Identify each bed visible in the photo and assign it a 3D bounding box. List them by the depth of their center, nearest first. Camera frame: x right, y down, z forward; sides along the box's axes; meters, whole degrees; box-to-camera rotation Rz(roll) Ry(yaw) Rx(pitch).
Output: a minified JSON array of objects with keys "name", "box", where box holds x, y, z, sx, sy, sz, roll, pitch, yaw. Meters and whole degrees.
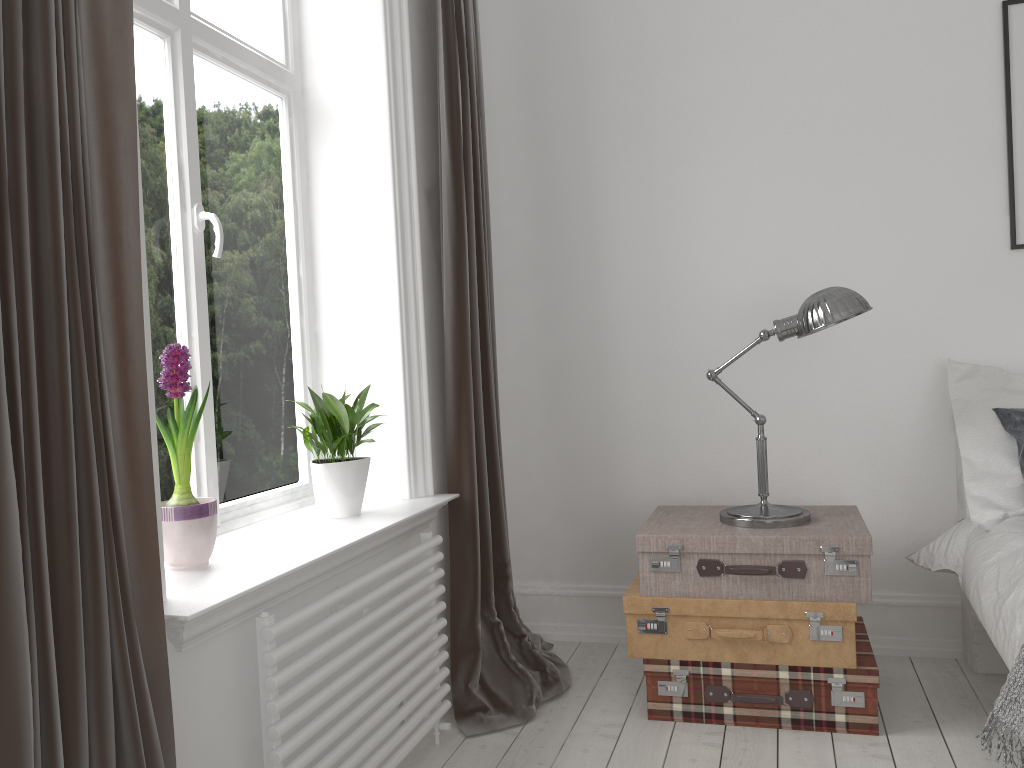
[{"name":"bed","box":[2.023,0.476,1.558,2.217,0.926,2.473,-2,1,17]}]

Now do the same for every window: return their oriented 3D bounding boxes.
[{"name":"window","box":[-0.786,-0.570,2.208,0.120,1.956,1.112,-2,1,17]}]

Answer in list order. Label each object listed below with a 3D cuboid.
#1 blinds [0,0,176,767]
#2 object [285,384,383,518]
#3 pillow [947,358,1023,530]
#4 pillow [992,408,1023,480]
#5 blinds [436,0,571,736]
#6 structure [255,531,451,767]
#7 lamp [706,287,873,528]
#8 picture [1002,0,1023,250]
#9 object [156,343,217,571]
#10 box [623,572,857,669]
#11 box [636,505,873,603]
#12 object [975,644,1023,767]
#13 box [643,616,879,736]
[{"name":"blinds","box":[-0.574,-0.273,1.228,0.294,2.681,0.582,-2,2,24]},{"name":"object","box":[-0.482,0.177,2.454,0.284,0.369,0.215,-3,1,-5]},{"name":"pillow","box":[2.298,0.147,2.446,1.965,0.529,0.465,-2,1,16]},{"name":"pillow","box":[1.801,0.226,2.381,0.837,0.329,0.405,-2,1,17]},{"name":"blinds","box":[-0.040,-0.341,2.881,0.327,2.680,0.779,-3,1,12]},{"name":"structure","box":[-0.363,0.764,2.135,0.114,0.670,0.887,-2,1,17]},{"name":"lamp","box":[0.843,0.066,2.694,0.488,0.699,0.269,-2,1,17]},{"name":"picture","box":[1.885,-0.858,2.833,0.545,0.810,0.015,-2,1,17]},{"name":"object","box":[-0.699,0.150,1.877,0.129,0.476,0.129,-3,2,-23]},{"name":"box","box":[0.710,0.698,2.760,0.647,0.185,0.537,-2,1,17]},{"name":"box","box":[0.746,0.513,2.742,0.647,0.185,0.537,-2,1,17]},{"name":"object","box":[1.939,0.602,1.303,2.236,0.500,0.521,-2,2,20]},{"name":"box","box":[0.769,0.879,2.754,0.647,0.185,0.537,-2,1,17]}]
